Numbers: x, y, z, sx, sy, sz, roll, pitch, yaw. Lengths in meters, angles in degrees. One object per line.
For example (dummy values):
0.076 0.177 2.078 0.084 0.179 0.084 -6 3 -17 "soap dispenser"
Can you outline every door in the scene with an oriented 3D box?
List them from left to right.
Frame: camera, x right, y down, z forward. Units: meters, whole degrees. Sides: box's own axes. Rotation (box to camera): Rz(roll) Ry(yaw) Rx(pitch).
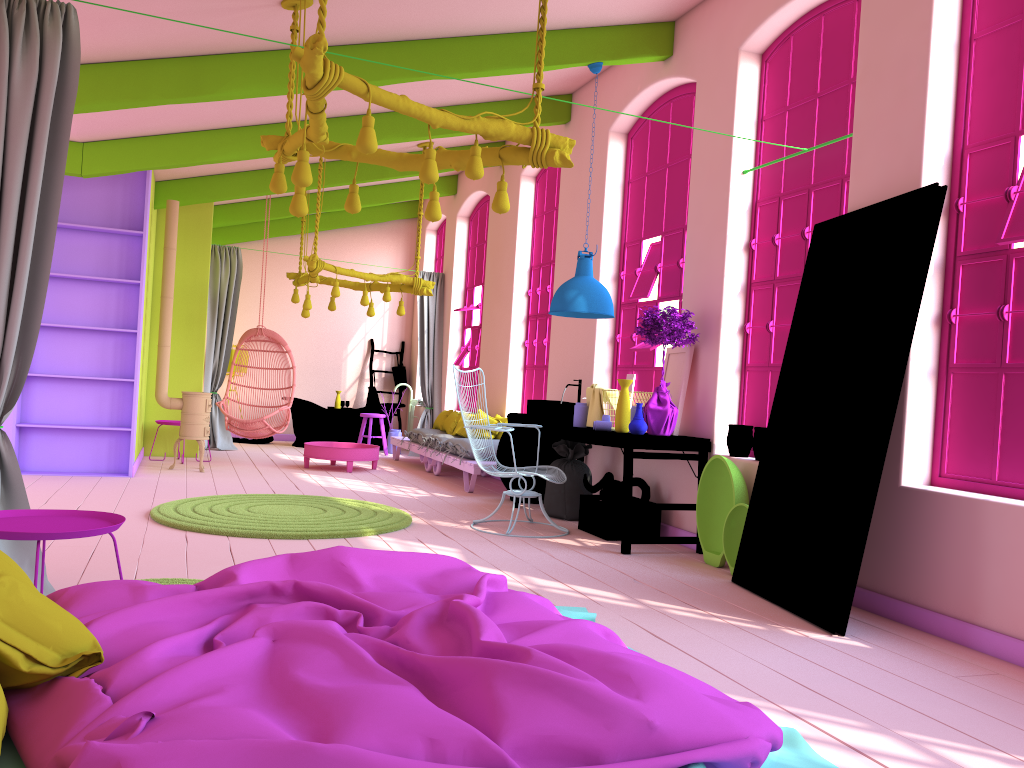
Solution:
1.713 0.116 4.814 0.450 2.211 1.153 4 0 -10 "door"

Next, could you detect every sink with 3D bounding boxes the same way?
0.361 0.242 7.715 0.340 0.194 0.609 4 0 -20 "sink"

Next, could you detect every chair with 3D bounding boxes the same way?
-2.962 -0.912 10.484 0.860 3.130 0.806 4 0 -1 "chair"
-2.025 0.722 12.691 0.446 0.593 0.473 4 0 39 "chair"
0.022 0.504 6.867 0.924 1.238 1.078 4 0 14 "chair"

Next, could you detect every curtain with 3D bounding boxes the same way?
-2.282 -0.437 3.996 0.518 2.785 0.525 3 0 -39 "curtain"
-3.952 -0.518 12.008 0.518 2.785 0.525 3 0 -39 "curtain"
-1.201 -0.283 13.019 0.518 2.785 0.525 4 0 -1 "curtain"

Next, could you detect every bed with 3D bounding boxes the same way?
-0.330 0.824 2.381 2.803 0.514 3.575 4 0 -20 "bed"

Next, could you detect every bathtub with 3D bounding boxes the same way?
-2.594 0.615 13.657 1.889 0.740 0.826 4 0 -20 "bathtub"

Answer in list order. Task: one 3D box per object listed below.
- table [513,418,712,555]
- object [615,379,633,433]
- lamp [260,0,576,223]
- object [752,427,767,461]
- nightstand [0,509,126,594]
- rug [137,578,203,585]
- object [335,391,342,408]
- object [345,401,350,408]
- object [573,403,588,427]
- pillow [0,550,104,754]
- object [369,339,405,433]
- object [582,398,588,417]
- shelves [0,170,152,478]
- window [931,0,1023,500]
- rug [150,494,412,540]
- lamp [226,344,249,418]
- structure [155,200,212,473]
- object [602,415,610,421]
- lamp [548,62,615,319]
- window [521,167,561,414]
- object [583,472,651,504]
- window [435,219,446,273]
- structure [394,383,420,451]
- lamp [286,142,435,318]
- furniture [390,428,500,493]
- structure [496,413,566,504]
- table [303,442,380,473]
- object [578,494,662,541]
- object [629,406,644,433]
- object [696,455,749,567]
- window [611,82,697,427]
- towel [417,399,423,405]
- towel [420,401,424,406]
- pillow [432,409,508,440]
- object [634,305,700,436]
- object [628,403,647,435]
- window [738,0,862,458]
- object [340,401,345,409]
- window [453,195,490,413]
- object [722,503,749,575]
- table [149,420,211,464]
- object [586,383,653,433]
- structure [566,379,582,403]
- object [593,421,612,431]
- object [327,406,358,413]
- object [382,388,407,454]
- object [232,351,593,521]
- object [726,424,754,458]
0.714 0.753 7.169 0.655 0.821 2.192 4 0 -20 "table"
0.805 0.158 6.397 0.116 0.383 0.116 4 0 43 "object"
-0.737 -2.009 4.948 1.611 2.264 1.775 3 0 -38 "lamp"
1.686 0.400 5.880 0.182 0.223 0.182 4 0 -38 "object"
-1.847 0.754 3.465 0.596 0.458 0.596 4 0 17 "nightstand"
-1.601 0.991 4.061 0.792 0.021 0.792 4 0 7 "rug"
-2.667 0.264 13.588 0.097 0.321 0.097 4 0 -9 "object"
-2.533 0.346 13.637 0.069 0.170 0.069 4 0 -1 "object"
0.562 0.253 7.260 0.109 0.197 0.109 3 0 -28 "object"
-1.251 0.599 1.761 0.849 0.822 2.616 4 0 -31 "pillow"
-2.074 0.149 14.615 0.604 1.765 0.410 4 0 -20 "object"
0.638 0.235 7.568 0.165 0.250 0.411 4 0 15 "object"
-4.442 -0.698 8.263 1.842 3.104 0.384 4 0 -20 "shelves"
2.596 -0.943 4.011 0.214 3.010 1.513 3 0 -20 "window"
-1.716 0.985 6.728 1.889 0.050 1.888 4 0 -33 "rug"
-4.345 0.121 13.666 0.491 1.467 0.476 4 0 10 "lamp"
-3.421 -0.496 9.433 0.577 2.814 0.403 4 0 -3 "structure"
0.733 0.301 6.922 0.065 0.118 0.065 4 0 28 "object"
0.615 -1.542 7.030 0.528 2.002 0.529 4 0 11 "lamp"
0.412 -1.064 9.904 0.072 3.047 1.274 3 0 -20 "window"
0.815 0.938 7.024 0.300 0.448 0.672 3 0 -45 "object"
-1.096 -1.141 13.996 0.072 3.047 1.274 3 0 -20 "window"
-1.641 0.522 13.984 0.451 1.061 0.254 4 0 23 "structure"
-1.970 -1.866 10.405 1.611 2.265 1.775 3 0 -38 "lamp"
-0.703 0.837 10.687 0.908 0.507 3.775 4 0 -20 "furniture"
0.194 0.717 8.585 0.718 0.845 0.718 4 0 37 "structure"
-2.020 0.863 10.509 0.885 0.285 0.885 4 0 6 "table"
0.829 1.032 6.877 0.446 0.277 0.521 4 0 -20 "object"
0.917 0.263 6.516 0.109 0.197 0.109 4 0 17 "object"
1.433 0.838 5.872 0.218 0.734 0.450 3 0 -20 "object"
1.267 -1.012 7.598 0.492 3.004 1.497 3 0 -20 "window"
-1.388 0.295 14.204 0.262 0.102 0.247 4 0 -20 "towel"
-1.295 0.300 13.953 0.247 0.102 0.262 4 0 -30 "towel"
-0.551 0.482 10.820 0.578 0.399 1.997 4 0 -20 "pillow"
1.092 -0.103 6.437 0.502 0.951 0.441 4 0 30 "object"
0.887 0.244 6.218 0.132 0.219 0.132 4 0 -3 "object"
1.926 -0.987 5.796 0.072 3.047 1.274 3 0 -20 "window"
-2.570 0.343 13.450 0.069 0.170 0.069 4 0 -1 "object"
-0.436 -1.098 12.206 0.551 3.010 1.513 3 0 -20 "window"
1.469 0.973 5.540 0.137 0.463 0.284 3 0 -35 "object"
-3.807 0.660 10.221 0.596 0.458 0.596 4 0 17 "table"
0.830 0.188 7.168 0.444 0.369 0.633 4 0 -20 "object"
0.533 0.155 7.802 0.166 0.397 0.087 4 0 -11 "structure"
0.697 0.323 6.839 0.137 0.076 0.076 4 0 0 "object"
-2.611 0.401 13.645 0.360 0.068 1.323 4 0 -20 "object"
-1.756 0.539 13.149 0.451 0.987 0.277 4 0 24 "object"
-1.828 0.231 10.750 2.827 1.580 7.863 4 0 -20 "object"
1.583 0.395 6.159 0.182 0.223 0.182 4 0 -43 "object"
